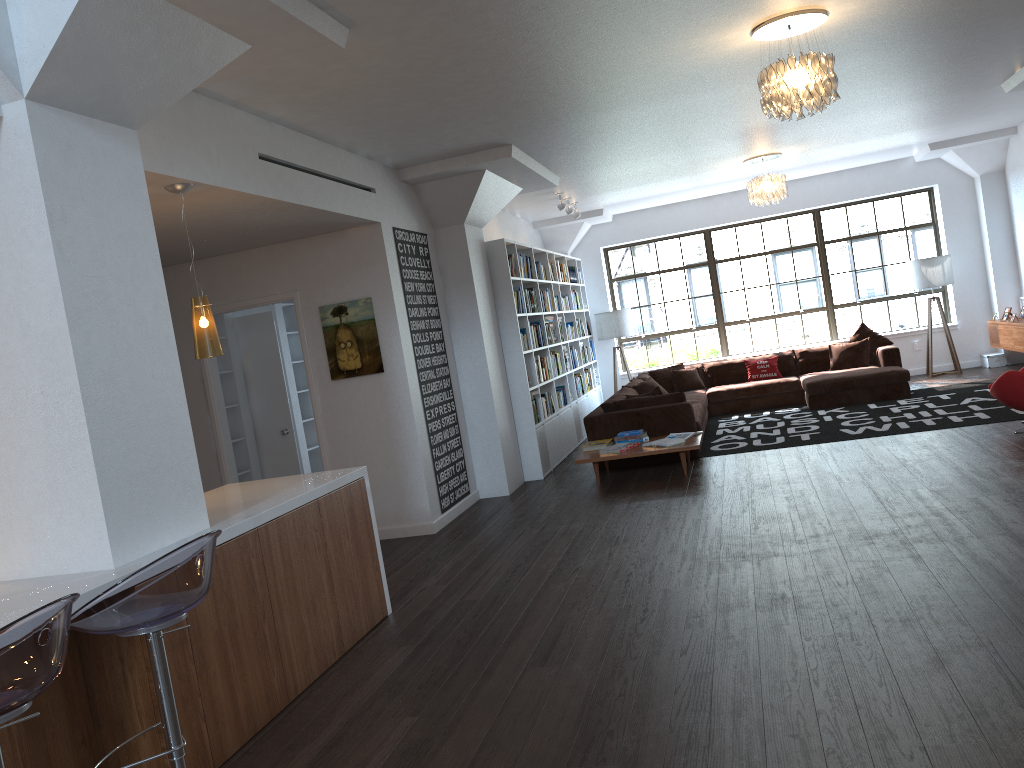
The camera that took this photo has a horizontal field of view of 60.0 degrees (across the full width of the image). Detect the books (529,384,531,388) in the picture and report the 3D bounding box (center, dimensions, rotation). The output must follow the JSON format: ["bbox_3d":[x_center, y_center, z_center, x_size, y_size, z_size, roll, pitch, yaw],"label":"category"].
[{"bbox_3d":[0.086,0.031,9.038,0.197,0.035,0.284,-9,3,5],"label":"books"}]

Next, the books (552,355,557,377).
[{"bbox_3d":[0.407,-0.198,10.260,0.183,0.253,0.034,-9,3,14],"label":"books"}]

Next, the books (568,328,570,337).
[{"bbox_3d":[0.690,-0.641,11.475,0.106,0.162,0.030,-9,3,15],"label":"books"}]

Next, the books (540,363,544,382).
[{"bbox_3d":[0.247,-0.123,9.639,0.161,0.223,0.026,-9,3,15],"label":"books"}]

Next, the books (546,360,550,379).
[{"bbox_3d":[0.322,-0.166,9.936,0.160,0.250,0.026,-9,3,15],"label":"books"}]

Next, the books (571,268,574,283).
[{"bbox_3d":[0.754,-1.507,12.366,0.183,0.253,0.042,-9,3,15],"label":"books"}]

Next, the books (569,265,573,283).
[{"bbox_3d":[0.733,-1.499,12.281,0.183,0.253,0.042,-9,3,15],"label":"books"}]

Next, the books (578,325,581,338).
[{"bbox_3d":[0.847,-0.736,12.198,0.161,0.223,0.032,-9,3,15],"label":"books"}]

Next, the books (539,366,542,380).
[{"bbox_3d":[0.228,-0.116,9.561,0.161,0.223,0.027,-9,3,15],"label":"books"}]

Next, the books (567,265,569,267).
[{"bbox_3d":[0.706,-1.490,12.198,0.183,0.253,0.042,-9,3,15],"label":"books"}]

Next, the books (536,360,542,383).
[{"bbox_3d":[0.216,-0.124,9.519,0.171,0.246,0.057,-9,3,15],"label":"books"}]

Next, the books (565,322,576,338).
[{"bbox_3d":[0.771,-0.711,11.890,0.140,0.231,0.042,-9,3,15],"label":"books"}]

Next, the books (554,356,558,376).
[{"bbox_3d":[0.428,-0.202,10.336,0.171,0.246,0.057,-9,3,14],"label":"books"}]

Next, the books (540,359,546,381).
[{"bbox_3d":[0.270,-0.143,9.721,0.171,0.246,0.057,-9,3,15],"label":"books"}]

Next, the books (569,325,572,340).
[{"bbox_3d":[0.698,-0.662,11.573,0.139,0.191,0.036,-9,3,15],"label":"books"}]

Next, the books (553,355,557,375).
[{"bbox_3d":[0.419,-0.202,10.292,0.183,0.253,0.034,-9,3,14],"label":"books"}]

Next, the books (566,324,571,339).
[{"bbox_3d":[0.682,-0.665,11.535,0.140,0.206,0.042,-9,3,15],"label":"books"}]

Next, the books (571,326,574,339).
[{"bbox_3d":[0.749,-0.670,11.754,0.109,0.171,0.018,-9,3,15],"label":"books"}]

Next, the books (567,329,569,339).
[{"bbox_3d":[0.672,-0.630,11.417,0.110,0.153,0.018,-9,3,15],"label":"books"}]

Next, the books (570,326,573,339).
[{"bbox_3d":[0.724,-0.665,11.664,0.128,0.178,0.022,-9,3,15],"label":"books"}]

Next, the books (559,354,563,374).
[{"bbox_3d":[0.502,-0.228,10.663,0.174,0.240,0.045,-9,3,14],"label":"books"}]

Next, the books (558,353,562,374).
[{"bbox_3d":[0.491,-0.231,10.625,0.183,0.253,0.034,-9,3,14],"label":"books"}]

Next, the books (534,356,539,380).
[{"bbox_3d":[0.197,-0.139,9.382,0.140,0.298,0.044,-9,3,15],"label":"books"}]

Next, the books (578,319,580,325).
[{"bbox_3d":[0.867,-0.761,12.345,0.160,0.251,0.039,-9,3,15],"label":"books"}]

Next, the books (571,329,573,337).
[{"bbox_3d":[0.728,-0.666,11.686,0.128,0.178,0.021,-9,3,15],"label":"books"}]

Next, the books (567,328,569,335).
[{"bbox_3d":[0.675,-0.631,11.435,0.110,0.153,0.017,-9,3,15],"label":"books"}]

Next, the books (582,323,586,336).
[{"bbox_3d":[0.947,-0.765,12.608,0.161,0.207,0.135,-9,3,14],"label":"books"}]

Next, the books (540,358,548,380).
[{"bbox_3d":[0.287,-0.154,9.801,0.183,0.253,0.034,-9,3,15],"label":"books"}]

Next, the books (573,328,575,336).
[{"bbox_3d":[0.779,-0.674,11.831,0.106,0.162,0.032,-9,3,15],"label":"books"}]

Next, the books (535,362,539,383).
[{"bbox_3d":[0.171,-0.107,9.339,0.189,0.247,0.057,-9,3,15],"label":"books"}]

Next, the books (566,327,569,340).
[{"bbox_3d":[0.661,-0.637,11.401,0.109,0.171,0.017,-9,3,15],"label":"books"}]

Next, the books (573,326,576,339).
[{"bbox_3d":[0.784,-0.679,11.855,0.107,0.167,0.017,-9,3,15],"label":"books"}]

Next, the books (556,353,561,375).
[{"bbox_3d":[0.472,-0.226,10.529,0.180,0.259,0.060,-9,3,14],"label":"books"}]

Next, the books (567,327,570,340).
[{"bbox_3d":[0.677,-0.639,11.452,0.120,0.167,0.019,-9,3,15],"label":"books"}]

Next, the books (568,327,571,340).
[{"bbox_3d":[0.695,-0.645,11.498,0.107,0.167,0.016,-9,3,15],"label":"books"}]

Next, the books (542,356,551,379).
[{"bbox_3d":[0.332,-0.171,9.963,0.183,0.253,0.034,-9,3,15],"label":"books"}]

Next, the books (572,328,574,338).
[{"bbox_3d":[0.760,-0.663,11.770,0.110,0.153,0.019,-9,3,15],"label":"books"}]

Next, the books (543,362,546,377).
[{"bbox_3d":[0.277,-0.139,9.768,0.168,0.231,0.037,-9,3,15],"label":"books"}]

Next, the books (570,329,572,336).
[{"bbox_3d":[0.705,-0.668,11.613,0.136,0.196,0.045,-9,3,15],"label":"books"}]

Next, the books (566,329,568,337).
[{"bbox_3d":[0.639,-0.638,11.362,0.134,0.184,0.029,-9,3,15],"label":"books"}]

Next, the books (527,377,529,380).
[{"bbox_3d":[0.072,-0.034,9.030,0.174,0.032,0.254,-9,3,10],"label":"books"}]

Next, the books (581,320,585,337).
[{"bbox_3d":[0.923,-0.773,12.554,0.174,0.236,0.142,-9,3,14],"label":"books"}]

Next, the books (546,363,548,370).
[{"bbox_3d":[0.307,-0.156,9.904,0.174,0.240,0.045,-9,3,15],"label":"books"}]

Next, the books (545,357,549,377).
[{"bbox_3d":[0.303,-0.160,9.865,0.183,0.253,0.034,-9,3,15],"label":"books"}]

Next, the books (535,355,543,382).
[{"bbox_3d":[0.230,-0.153,9.599,0.176,0.290,0.053,-9,3,15],"label":"books"}]

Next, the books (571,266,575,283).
[{"bbox_3d":[0.769,-1.512,12.407,0.183,0.253,0.042,-9,3,15],"label":"books"}]

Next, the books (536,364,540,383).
[{"bbox_3d":[0.209,-0.098,9.430,0.144,0.207,0.048,-9,3,15],"label":"books"}]

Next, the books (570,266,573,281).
[{"bbox_3d":[0.742,-1.503,12.324,0.183,0.253,0.042,-9,3,15],"label":"books"}]

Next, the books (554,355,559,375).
[{"bbox_3d":[0.441,-0.205,10.412,0.174,0.240,0.045,-9,3,14],"label":"books"}]

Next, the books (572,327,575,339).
[{"bbox_3d":[0.766,-0.673,11.807,0.120,0.167,0.020,-9,3,15],"label":"books"}]

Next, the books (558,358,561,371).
[{"bbox_3d":[0.487,-0.226,10.569,0.160,0.250,0.026,-9,3,14],"label":"books"}]

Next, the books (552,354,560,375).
[{"bbox_3d":[0.460,-0.217,10.447,0.183,0.253,0.034,-9,3,14],"label":"books"}]

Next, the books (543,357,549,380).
[{"bbox_3d":[0.299,-0.158,9.832,0.183,0.253,0.034,-9,3,15],"label":"books"}]

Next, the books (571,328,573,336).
[{"bbox_3d":[0.727,-0.671,11.712,0.134,0.184,0.030,-9,3,15],"label":"books"}]

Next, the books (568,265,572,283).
[{"bbox_3d":[0.723,-1.495,12.239,0.183,0.253,0.042,-9,3,15],"label":"books"}]

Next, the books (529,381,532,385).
[{"bbox_3d":[0.081,-0.003,9.036,0.197,0.033,0.284,-10,3,-10],"label":"books"}]
